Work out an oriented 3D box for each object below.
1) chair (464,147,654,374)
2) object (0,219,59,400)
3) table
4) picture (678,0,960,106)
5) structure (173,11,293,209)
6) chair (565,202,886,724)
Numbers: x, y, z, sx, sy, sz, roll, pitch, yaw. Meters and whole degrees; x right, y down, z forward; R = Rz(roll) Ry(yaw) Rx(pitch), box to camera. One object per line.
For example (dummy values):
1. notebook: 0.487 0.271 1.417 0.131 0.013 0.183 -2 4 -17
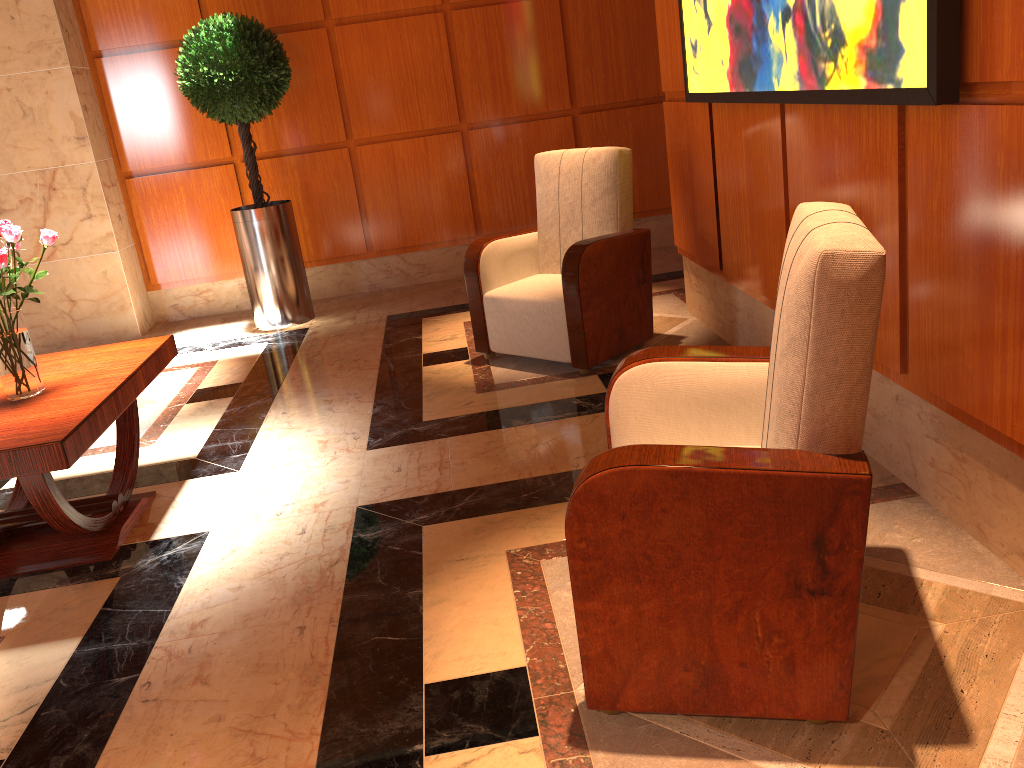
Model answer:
1. chair: 0.226 -0.627 4.320 0.740 0.950 0.633 9 24 43
2. object: -1.667 -0.245 2.885 0.326 0.589 0.354 -3 18 16
3. table: -1.622 0.287 3.057 0.725 0.528 1.180 -9 18 -3
4. picture: 0.781 -1.762 2.734 0.056 1.717 2.018 -9 18 -3
5. structure: -1.661 -1.471 5.642 0.725 1.694 0.726 -16 18 -24
6. chair: 0.469 0.122 1.988 0.628 0.950 0.746 -3 18 15
